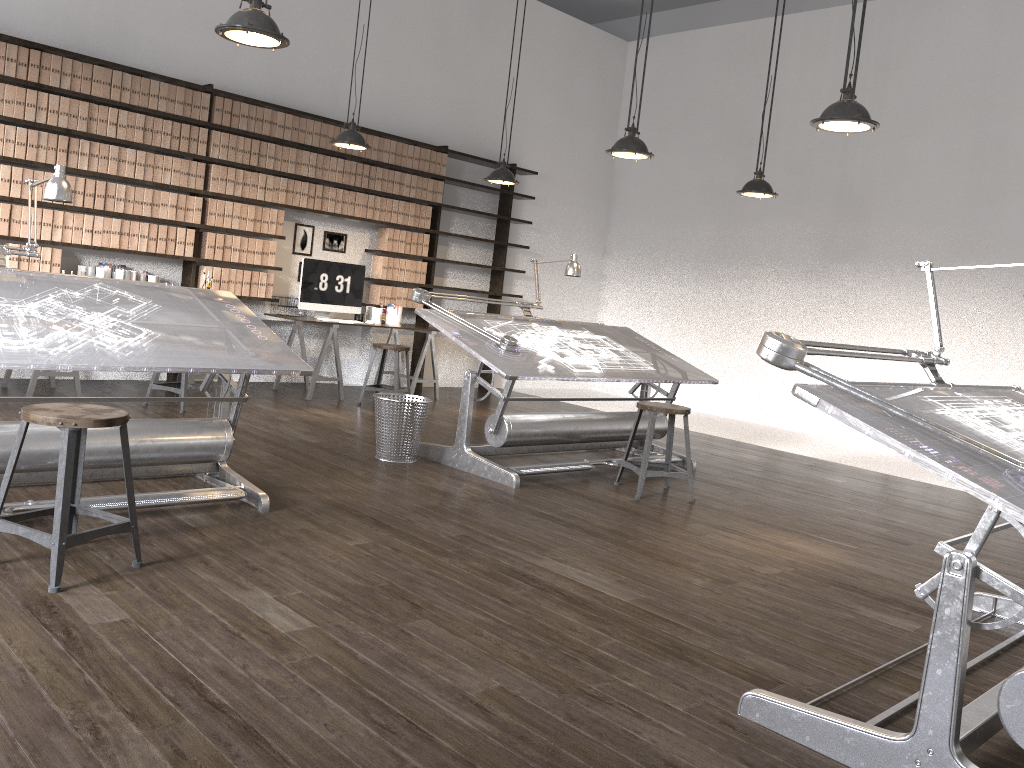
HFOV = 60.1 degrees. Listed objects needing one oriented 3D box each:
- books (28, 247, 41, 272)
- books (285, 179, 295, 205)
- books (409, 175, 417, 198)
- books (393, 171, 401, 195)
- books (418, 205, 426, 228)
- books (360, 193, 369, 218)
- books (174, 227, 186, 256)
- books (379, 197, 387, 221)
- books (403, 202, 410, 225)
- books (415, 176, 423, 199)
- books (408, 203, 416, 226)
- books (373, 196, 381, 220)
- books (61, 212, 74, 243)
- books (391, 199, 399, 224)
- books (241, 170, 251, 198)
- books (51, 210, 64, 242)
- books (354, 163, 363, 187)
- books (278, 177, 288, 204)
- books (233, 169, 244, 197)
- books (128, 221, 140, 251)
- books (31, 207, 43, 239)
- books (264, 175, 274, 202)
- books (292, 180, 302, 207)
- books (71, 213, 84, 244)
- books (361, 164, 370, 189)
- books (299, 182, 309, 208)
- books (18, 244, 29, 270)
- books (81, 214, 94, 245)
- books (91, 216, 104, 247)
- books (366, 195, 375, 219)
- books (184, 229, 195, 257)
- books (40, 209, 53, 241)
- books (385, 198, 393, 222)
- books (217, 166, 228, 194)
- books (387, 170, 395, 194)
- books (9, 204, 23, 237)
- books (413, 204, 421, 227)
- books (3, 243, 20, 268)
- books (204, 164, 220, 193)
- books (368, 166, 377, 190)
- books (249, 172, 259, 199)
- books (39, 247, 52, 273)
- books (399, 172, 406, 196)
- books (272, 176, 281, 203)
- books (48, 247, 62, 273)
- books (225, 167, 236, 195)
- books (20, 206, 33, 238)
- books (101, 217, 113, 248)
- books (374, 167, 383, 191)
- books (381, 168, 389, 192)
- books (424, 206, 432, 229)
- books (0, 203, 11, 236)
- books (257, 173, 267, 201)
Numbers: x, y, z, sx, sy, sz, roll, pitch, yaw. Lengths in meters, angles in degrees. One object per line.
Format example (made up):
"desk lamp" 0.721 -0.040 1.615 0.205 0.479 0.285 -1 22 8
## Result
"books" -3.489 -0.891 6.428 0.066 0.225 0.175 4 5 -44
"books" -1.991 -1.680 7.767 0.066 0.225 0.175 4 5 -44
"books" -1.016 -1.930 8.674 0.067 0.225 0.175 4 5 -44
"books" -1.159 -1.932 8.532 0.067 0.225 0.175 4 5 -44
"books" -0.940 -1.663 8.797 0.066 0.225 0.175 4 5 -45
"books" -1.432 -1.670 8.306 0.067 0.225 0.175 4 5 -45
"books" -2.708 -1.149 7.144 0.067 0.225 0.175 4 5 -44
"books" -1.284 -1.669 8.461 0.066 0.225 0.175 4 5 -45
"books" -1.086 -1.665 8.652 0.066 0.225 0.175 4 5 -45
"books" -0.968 -1.930 8.726 0.066 0.225 0.175 4 5 -45
"books" -1.035 -1.663 8.696 0.067 0.225 0.175 4 5 -44
"books" -1.331 -1.669 8.410 0.066 0.225 0.175 4 5 -44
"books" -3.316 -1.160 6.556 0.066 0.225 0.175 4 5 -44
"books" -1.180 -1.666 8.555 0.067 0.225 0.175 4 5 -44
"books" -2.284 -1.685 7.482 0.066 0.225 0.175 4 5 -44
"books" -3.363 -1.160 6.505 0.066 0.225 0.175 4 5 -45
"books" -1.470 -1.938 8.237 0.066 0.225 0.175 4 5 -44
"books" -2.035 -1.680 7.716 0.067 0.225 0.175 4 5 -45
"books" -2.331 -1.686 7.430 0.066 0.225 0.175 4 5 -45
"books" -2.973 -1.154 6.891 0.066 0.225 0.175 4 5 -44
"books" -3.464 -1.161 6.401 0.067 0.225 0.175 4 5 -44
"books" -2.130 -1.682 7.627 0.066 0.225 0.175 4 5 -44
"books" -1.941 -1.679 7.817 0.066 0.225 0.175 4 5 -44
"books" -3.265 -1.159 6.604 0.066 0.225 0.175 4 5 -44
"books" -1.413 -1.937 8.285 0.067 0.225 0.175 4 5 -45
"books" -1.887 -1.678 7.863 0.066 0.225 0.175 4 5 -45
"books" -3.540 -0.892 6.378 0.066 0.225 0.175 4 5 -44
"books" -3.212 -1.157 6.650 0.067 0.225 0.175 4 5 -45
"books" -3.162 -1.157 6.702 0.066 0.225 0.175 4 5 -44
"books" -1.380 -1.669 8.357 0.066 0.225 0.175 4 5 -44
"books" -2.653 -1.148 7.200 0.066 0.225 0.175 4 5 -45
"books" -3.413 -1.161 6.452 0.066 0.225 0.175 4 5 -45
"books" -1.233 -1.668 8.509 0.066 0.225 0.175 4 5 -45
"books" -2.432 -1.687 7.326 0.067 0.225 0.175 4 5 -44
"books" -1.211 -1.934 8.489 0.066 0.225 0.175 4 5 -45
"books" -3.561 -1.164 6.316 0.066 0.225 0.175 4 5 -44
"books" -0.991 -1.664 8.747 0.066 0.225 0.175 4 5 -45
"books" -3.584 -0.892 6.327 0.067 0.225 0.175 4 5 -45
"books" -2.480 -1.688 7.285 0.066 0.225 0.175 4 5 -45
"books" -1.363 -1.937 8.341 0.066 0.225 0.175 4 5 -44
"books" -2.233 -1.684 7.529 0.066 0.225 0.175 4 5 -44
"books" -3.436 -0.889 6.475 0.066 0.225 0.175 4 5 -45
"books" -1.114 -1.932 8.582 0.066 0.225 0.175 4 5 -45
"books" -2.086 -1.682 7.672 0.066 0.225 0.175 4 5 -44
"books" -3.388 -0.889 6.528 0.066 0.225 0.175 4 5 -45
"books" -2.381 -1.686 7.377 0.066 0.225 0.175 4 5 -45
"books" -3.512 -1.163 6.360 0.066 0.225 0.175 4 5 -45
"books" -3.118 -1.156 6.747 0.066 0.225 0.175 4 5 -44
"books" -1.309 -1.935 8.387 0.066 0.225 0.175 4 5 -44
"books" -1.262 -1.935 8.440 0.066 0.225 0.175 4 5 -45
"books" -0.887 -1.661 8.843 0.066 0.225 0.175 4 5 -44
"books" -3.610 -1.164 6.260 0.067 0.225 0.175 4 5 -45
"books" -2.180 -1.683 7.575 0.067 0.225 0.175 4 5 -45
